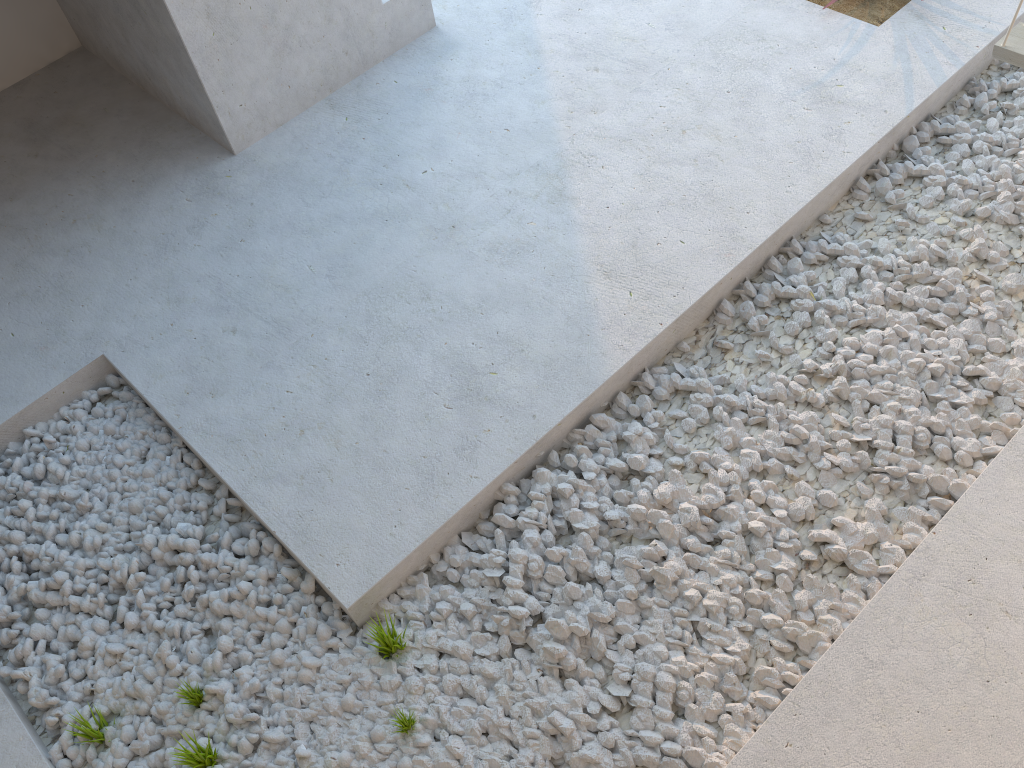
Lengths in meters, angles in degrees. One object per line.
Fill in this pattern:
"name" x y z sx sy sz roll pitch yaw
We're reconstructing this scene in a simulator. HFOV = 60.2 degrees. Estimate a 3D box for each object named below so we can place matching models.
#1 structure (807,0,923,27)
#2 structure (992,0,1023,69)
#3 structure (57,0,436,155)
"structure" 1.135 -1.646 3.225 0.732 0.305 1.174 -42 59 -19
"structure" 1.377 -1.362 1.534 0.126 1.950 0.451 -41 58 -21
"structure" -3.264 -0.906 0.962 6.424 4.125 1.130 -40 58 -19
